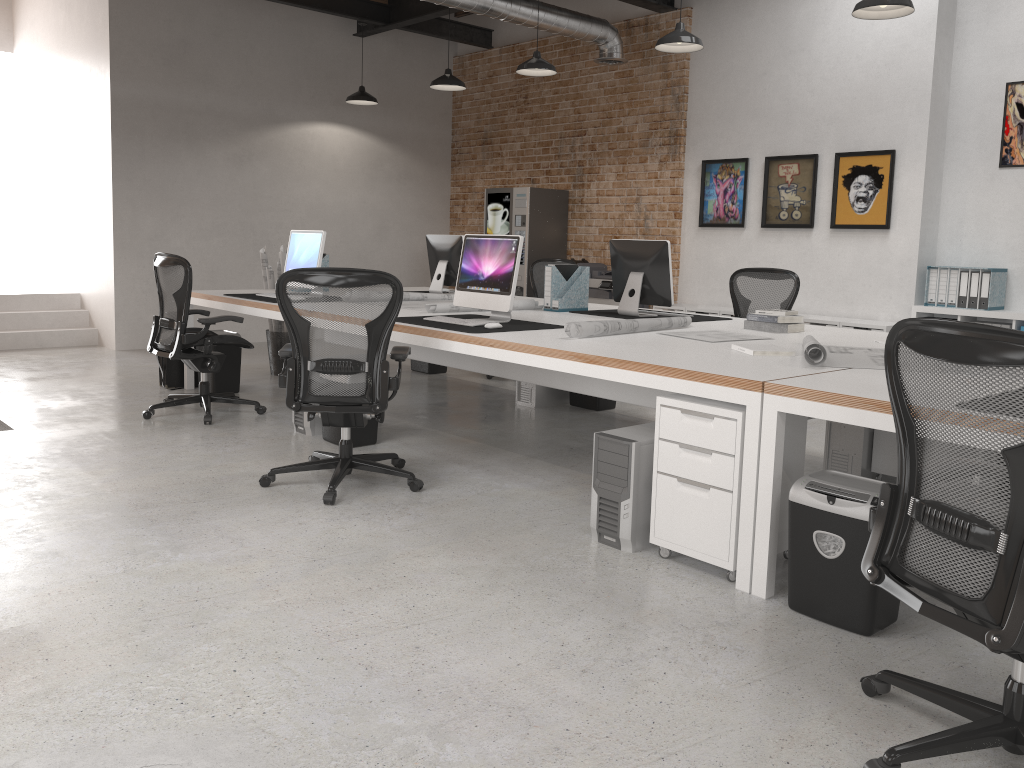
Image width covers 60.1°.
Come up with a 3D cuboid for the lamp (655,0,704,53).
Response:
[{"bbox_3d":[1.271,-3.189,6.556,0.362,1.355,0.364,-1,7,-25],"label":"lamp"}]

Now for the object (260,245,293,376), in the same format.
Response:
[{"bbox_3d":[-1.952,-0.676,7.756,0.441,1.203,0.414,5,7,26],"label":"object"}]

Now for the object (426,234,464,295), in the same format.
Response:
[{"bbox_3d":[-0.544,-0.963,7.163,0.190,0.482,0.486,-4,10,-42],"label":"object"}]

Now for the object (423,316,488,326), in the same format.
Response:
[{"bbox_3d":[-0.308,-0.344,4.833,0.119,0.017,0.441,-6,12,-41],"label":"object"}]

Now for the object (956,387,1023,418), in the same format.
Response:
[{"bbox_3d":[1.866,0.097,2.600,0.689,0.008,0.852,-7,12,-41],"label":"object"}]

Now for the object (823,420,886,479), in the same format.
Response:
[{"bbox_3d":[1.985,0.271,4.941,0.545,0.452,0.222,-6,10,-42],"label":"object"}]

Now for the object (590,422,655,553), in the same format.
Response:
[{"bbox_3d":[0.596,0.419,3.773,0.542,0.452,0.222,-6,10,-42],"label":"object"}]

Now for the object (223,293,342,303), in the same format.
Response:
[{"bbox_3d":[-1.595,-0.626,6.415,0.689,0.008,0.852,-7,12,-41],"label":"object"}]

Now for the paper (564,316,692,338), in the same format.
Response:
[{"bbox_3d":[0.657,-0.312,4.673,0.083,0.082,1.137,9,12,42],"label":"paper"}]

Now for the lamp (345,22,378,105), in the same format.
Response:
[{"bbox_3d":[-1.658,-3.549,9.805,0.362,0.851,0.363,5,8,25],"label":"lamp"}]

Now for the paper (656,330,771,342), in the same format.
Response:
[{"bbox_3d":[1.047,-0.252,4.577,0.485,0.001,0.431,-4,11,-34],"label":"paper"}]

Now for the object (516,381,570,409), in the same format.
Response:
[{"bbox_3d":[0.305,-0.080,6.792,0.545,0.452,0.222,-6,10,-42],"label":"object"}]

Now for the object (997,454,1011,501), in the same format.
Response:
[{"bbox_3d":[2.639,0.368,4.427,0.251,0.463,0.340,-5,10,-42],"label":"object"}]

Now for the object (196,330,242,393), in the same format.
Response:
[{"bbox_3d":[-2.266,-0.170,6.831,0.251,0.463,0.340,-5,10,-42],"label":"object"}]

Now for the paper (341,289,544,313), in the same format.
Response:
[{"bbox_3d":[-0.487,-0.575,6.088,0.978,0.105,1.079,-7,13,-44],"label":"paper"}]

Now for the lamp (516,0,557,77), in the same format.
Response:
[{"bbox_3d":[0.227,-3.155,7.727,0.362,0.851,0.363,5,8,25],"label":"lamp"}]

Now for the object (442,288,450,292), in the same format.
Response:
[{"bbox_3d":[-0.582,-0.801,7.563,0.106,0.028,0.059,-7,12,-43],"label":"object"}]

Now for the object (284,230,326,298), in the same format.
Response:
[{"bbox_3d":[-1.495,-0.877,6.453,0.190,0.482,0.486,-4,10,-42],"label":"object"}]

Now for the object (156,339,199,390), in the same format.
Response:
[{"bbox_3d":[-2.560,-0.193,7.056,0.549,0.427,0.269,-6,11,-44],"label":"object"}]

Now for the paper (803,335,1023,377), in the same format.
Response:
[{"bbox_3d":[1.771,-0.138,3.814,1.075,0.105,0.981,4,9,12],"label":"paper"}]

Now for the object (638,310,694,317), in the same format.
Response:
[{"bbox_3d":[0.983,-0.466,5.829,0.119,0.017,0.441,-6,12,-41],"label":"object"}]

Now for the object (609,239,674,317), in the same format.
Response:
[{"bbox_3d":[0.807,-0.681,5.674,0.190,0.482,0.486,-4,10,-42],"label":"object"}]

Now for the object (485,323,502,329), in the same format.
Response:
[{"bbox_3d":[-0.094,-0.303,4.586,0.106,0.028,0.059,-7,12,-43],"label":"object"}]

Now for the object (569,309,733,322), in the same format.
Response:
[{"bbox_3d":[0.895,-0.446,5.768,0.688,0.008,0.852,-6,12,-40],"label":"object"}]

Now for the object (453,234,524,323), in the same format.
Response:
[{"bbox_3d":[-0.119,-0.589,4.936,0.190,0.482,0.486,-4,10,-42],"label":"object"}]

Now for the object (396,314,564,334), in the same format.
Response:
[{"bbox_3d":[-0.214,-0.337,4.893,0.689,0.008,0.852,-6,12,-41],"label":"object"}]

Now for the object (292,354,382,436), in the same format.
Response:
[{"bbox_3d":[-1.119,0.060,5.663,0.542,0.452,0.222,-6,10,-42],"label":"object"}]

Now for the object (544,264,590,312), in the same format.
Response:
[{"bbox_3d":[0.369,-0.649,5.975,0.281,0.310,0.151,-5,10,-42],"label":"object"}]

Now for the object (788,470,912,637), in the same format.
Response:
[{"bbox_3d":[1.122,0.557,2.978,0.251,0.463,0.340,-5,10,-42],"label":"object"}]

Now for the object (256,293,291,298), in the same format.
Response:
[{"bbox_3d":[-1.684,-0.631,6.349,0.119,0.017,0.441,-6,12,-41],"label":"object"}]

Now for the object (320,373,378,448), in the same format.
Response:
[{"bbox_3d":[-0.973,0.119,5.288,0.251,0.463,0.340,-5,10,-42],"label":"object"}]

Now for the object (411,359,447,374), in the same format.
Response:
[{"bbox_3d":[-0.759,-0.343,8.173,0.251,0.463,0.340,-5,10,-42],"label":"object"}]

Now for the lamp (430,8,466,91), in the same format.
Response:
[{"bbox_3d":[-0.609,-3.582,8.629,0.362,1.355,0.363,5,7,25],"label":"lamp"}]

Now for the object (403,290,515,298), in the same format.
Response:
[{"bbox_3d":[-0.495,-0.737,7.300,0.688,0.008,0.852,-6,12,-40],"label":"object"}]

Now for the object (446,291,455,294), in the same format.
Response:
[{"bbox_3d":[-0.368,-0.749,7.318,0.119,0.017,0.441,-6,12,-41],"label":"object"}]

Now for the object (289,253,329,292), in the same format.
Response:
[{"bbox_3d":[-1.649,-0.909,7.204,0.281,0.310,0.151,-5,10,-42],"label":"object"}]

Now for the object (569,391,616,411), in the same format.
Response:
[{"bbox_3d":[0.617,-0.055,6.656,0.251,0.463,0.340,-5,10,-42],"label":"object"}]

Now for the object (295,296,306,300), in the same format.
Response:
[{"bbox_3d":[-1.470,-0.591,6.102,0.106,0.028,0.059,-6,12,-41],"label":"object"}]
